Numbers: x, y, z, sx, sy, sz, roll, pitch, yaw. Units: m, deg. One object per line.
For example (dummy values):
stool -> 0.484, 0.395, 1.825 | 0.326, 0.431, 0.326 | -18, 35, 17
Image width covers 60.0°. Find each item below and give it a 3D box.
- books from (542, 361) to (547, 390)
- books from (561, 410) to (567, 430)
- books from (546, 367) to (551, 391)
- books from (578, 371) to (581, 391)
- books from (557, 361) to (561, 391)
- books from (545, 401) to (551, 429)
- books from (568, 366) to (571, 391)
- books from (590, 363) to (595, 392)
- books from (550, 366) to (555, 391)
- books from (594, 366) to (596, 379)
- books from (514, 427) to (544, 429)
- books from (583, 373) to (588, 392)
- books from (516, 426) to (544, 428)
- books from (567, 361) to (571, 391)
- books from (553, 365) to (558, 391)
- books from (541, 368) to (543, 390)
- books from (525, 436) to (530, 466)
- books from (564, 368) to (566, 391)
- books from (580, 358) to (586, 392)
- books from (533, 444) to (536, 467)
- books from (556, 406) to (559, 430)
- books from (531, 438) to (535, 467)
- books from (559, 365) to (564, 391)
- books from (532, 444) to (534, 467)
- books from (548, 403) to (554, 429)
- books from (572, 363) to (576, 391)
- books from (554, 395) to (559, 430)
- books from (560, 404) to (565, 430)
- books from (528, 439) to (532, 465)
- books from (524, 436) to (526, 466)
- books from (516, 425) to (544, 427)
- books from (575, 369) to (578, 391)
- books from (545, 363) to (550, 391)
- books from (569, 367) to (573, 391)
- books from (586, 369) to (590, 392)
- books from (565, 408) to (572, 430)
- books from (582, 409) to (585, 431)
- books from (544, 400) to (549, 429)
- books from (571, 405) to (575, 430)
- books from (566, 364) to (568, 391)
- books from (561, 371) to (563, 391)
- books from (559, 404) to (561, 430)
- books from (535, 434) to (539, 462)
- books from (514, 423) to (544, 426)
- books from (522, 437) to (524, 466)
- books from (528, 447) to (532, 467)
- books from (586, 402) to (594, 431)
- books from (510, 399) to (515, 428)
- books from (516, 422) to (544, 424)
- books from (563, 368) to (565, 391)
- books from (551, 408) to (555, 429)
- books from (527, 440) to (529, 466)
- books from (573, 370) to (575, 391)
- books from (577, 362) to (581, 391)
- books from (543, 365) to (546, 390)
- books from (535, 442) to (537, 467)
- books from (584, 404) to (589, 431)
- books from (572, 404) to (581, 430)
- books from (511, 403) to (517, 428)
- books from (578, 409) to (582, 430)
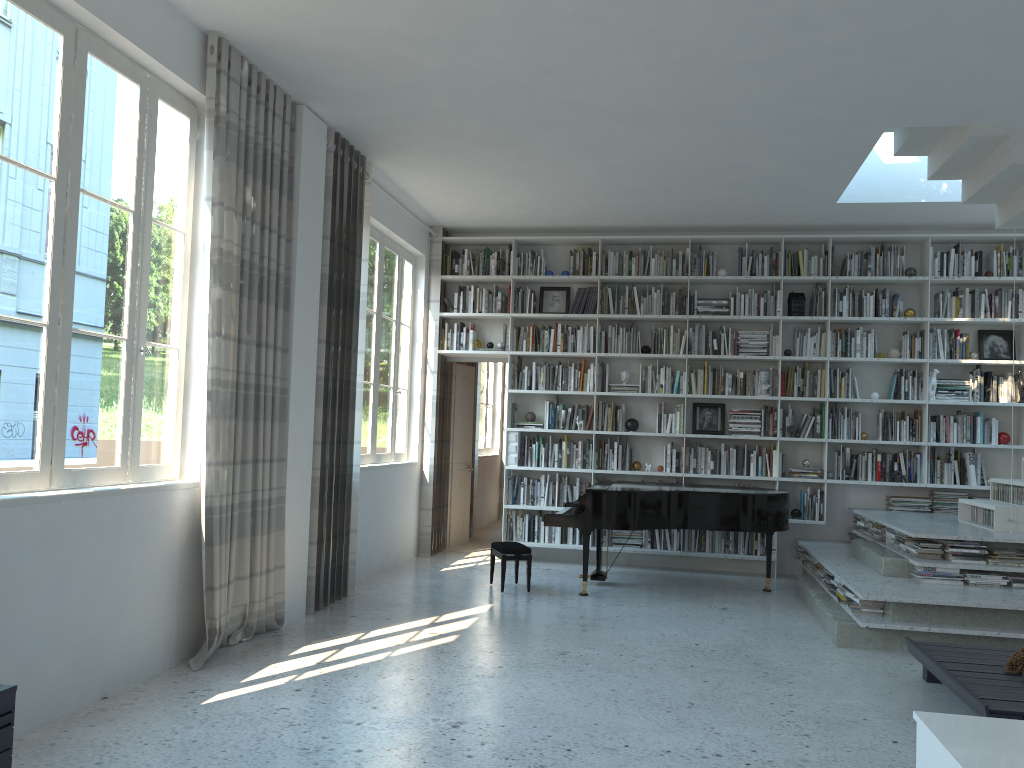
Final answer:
books -> 0.315, -0.073, 8.664 | 0.011, 0.293, 0.183 | 2, -3, 11
books -> 0.507, 0.350, 8.589 | 0.029, 0.190, 0.189 | 2, -3, 11
books -> 0.361, -0.044, 8.647 | 0.024, 0.237, 0.167 | 2, -3, 11
books -> 0.660, -0.019, 8.601 | 0.013, 0.203, 0.161 | 2, -3, 11
books -> 0.461, -0.072, 8.638 | 0.013, 0.299, 0.152 | 2, -3, 11
books -> 0.353, 0.306, 8.640 | 0.024, 0.273, 0.150 | 2, -3, 11
books -> 0.563, -0.045, 8.632 | 0.011, 0.251, 0.139 | 2, -3, 11
books -> 0.778, -0.056, 8.590 | 0.027, 0.286, 0.148 | 2, -3, 11
books -> 0.396, -0.045, 8.649 | 0.023, 0.242, 0.184 | 2, -3, 11
books -> 0.809, -0.041, 8.585 | 0.036, 0.257, 0.123 | 2, -3, 11
books -> 0.179, 0.432, 8.672 | 0.285, 0.012, 0.159 | 1, -3, 14
books -> 0.717, -0.007, 8.594 | 0.030, 0.183, 0.152 | 2, -3, 11
books -> 0.180, 0.420, 8.677 | 0.254, 0.012, 0.161 | 1, -3, 12
books -> 0.554, -0.071, 8.640 | 0.011, 0.304, 0.130 | 2, -3, 11
books -> 0.434, -0.050, 8.660 | 0.048, 0.256, 0.141 | 2, -3, 11
books -> 0.302, -0.041, 8.667 | 0.014, 0.229, 0.148 | 2, -3, 11
books -> 0.149, 0.656, 8.665 | 0.014, 0.294, 0.171 | 2, -3, 11
books -> 0.528, -0.034, 8.632 | 0.013, 0.227, 0.151 | 2, -3, 11
books -> 0.687, -0.079, 8.600 | 0.035, 0.325, 0.170 | 2, -3, 11
books -> 0.229, 0.696, 8.635 | 0.015, 0.216, 0.180 | 2, -3, 11
books -> 0.453, 0.330, 8.638 | 0.030, 0.231, 0.148 | 2, -3, 11
books -> 0.206, 0.664, 8.647 | 0.008, 0.279, 0.164 | 2, -3, 11
books -> 0.479, -0.049, 8.644 | 0.021, 0.256, 0.156 | 2, -3, 11
books -> 0.217, 0.695, 8.650 | 0.015, 0.218, 0.176 | 2, -3, 11
books -> 0.382, 0.316, 8.642 | 0.031, 0.255, 0.143 | 2, -3, 11
books -> 0.600, -0.056, 8.606 | 0.015, 0.275, 0.157 | 2, -3, 11
books -> 0.433, 0.277, 8.639 | 0.011, 0.335, 0.153 | 2, -3, 11
books -> 0.491, 0.320, 8.606 | 0.011, 0.250, 0.172 | 2, -3, 11
books -> 0.179, 0.671, 8.647 | 0.007, 0.264, 0.177 | 2, -3, 11
books -> 0.136, 0.658, 8.675 | 0.016, 0.289, 0.152 | 2, -3, 11
books -> 0.180, 0.408, 8.673 | 0.254, 0.012, 0.161 | 2, -3, 8
books -> 0.632, -0.027, 8.617 | 0.021, 0.220, 0.148 | 2, -3, 11
books -> 0.348, -0.060, 8.667 | 0.011, 0.271, 0.158 | 2, -3, 11
books -> 0.584, -0.039, 8.638 | 0.028, 0.242, 0.131 | 2, -3, 11
books -> 0.747, -0.026, 8.590 | 0.031, 0.223, 0.145 | 2, -3, 11
books -> 0.555, 0.341, 8.614 | 0.056, 0.214, 0.143 | 2, -3, 11
books -> 0.696, 0.346, 8.575 | 0.027, 0.209, 0.144 | 2, -3, 11
books -> 0.336, 0.299, 8.644 | 0.012, 0.285, 0.159 | 2, -3, 11
books -> 0.590, 0.328, 8.608 | 0.013, 0.241, 0.141 | 2, -3, 11
books -> 0.540, -0.056, 8.626 | 0.012, 0.272, 0.145 | 2, -3, 11
books -> 0.498, -0.023, 8.640 | 0.021, 0.205, 0.130 | 2, -3, 11
books -> 0.478, 0.322, 8.627 | 0.022, 0.248, 0.129 | 2, -3, 11
books -> 0.243, 0.648, 8.644 | 0.006, 0.315, 0.145 | 2, -3, 11
books -> 0.180, 0.395, 8.671 | 0.285, 0.012, 0.159 | 1, -3, 15
books -> 0.124, 0.660, 8.678 | 0.008, 0.285, 0.159 | 2, -3, 11
books -> 0.188, 0.708, 8.627 | 0.019, 0.189, 0.193 | 2, -3, 11
books -> 0.765, 0.312, 8.527 | 0.082, 0.276, 0.228 | 2, -3, 11
books -> 0.004, 0.292, 8.719 | 0.012, 0.285, 0.159 | 2, -3, 11
books -> 0.181, 0.384, 8.678 | 0.254, 0.012, 0.161 | 1, -3, 12
books -> 0.513, -0.036, 8.623 | 0.013, 0.229, 0.177 | 2, -3, 11
books -> 0.405, 0.338, 8.607 | 0.029, 0.208, 0.189 | 2, -3, 11
books -> 0.168, 0.675, 8.669 | 0.022, 0.257, 0.141 | 2, -3, 11
books -> 0.615, -0.026, 8.616 | 0.012, 0.217, 0.160 | 2, -3, 11
books -> 0.651, -0.063, 8.620 | 0.015, 0.292, 0.144 | 2, -3, 11
books -> 0.328, -0.050, 8.652 | 0.021, 0.247, 0.189 | 2, -3, 11
books -> 0.251, 0.684, 8.638 | 0.014, 0.243, 0.171 | 2, -3, 11
books -> 0.721, 0.326, 8.575 | 0.021, 0.251, 0.154 | 2, -3, 11
books -> 0.623, 0.321, 8.587 | 0.060, 0.255, 0.158 | 2, -3, 11
books -> 0.021, 0.312, 8.704 | 0.028, 0.243, 0.156 | 2, -3, 11
books -> 0.666, 0.346, 8.571 | 0.030, 0.207, 0.172 | 2, -3, 11
